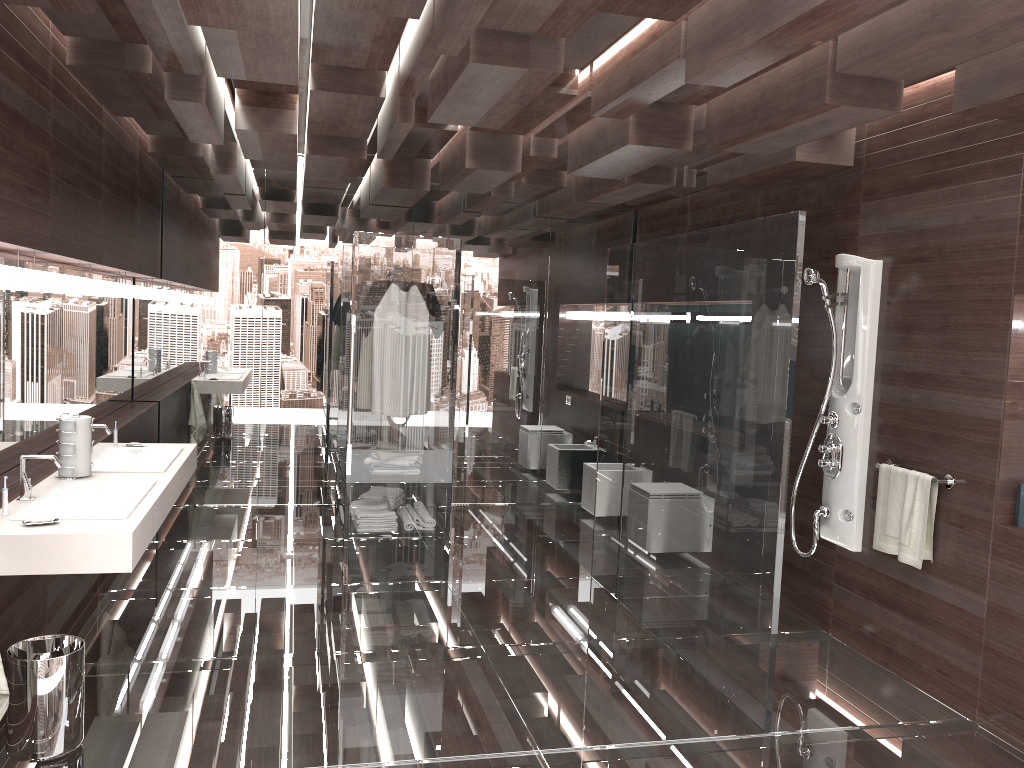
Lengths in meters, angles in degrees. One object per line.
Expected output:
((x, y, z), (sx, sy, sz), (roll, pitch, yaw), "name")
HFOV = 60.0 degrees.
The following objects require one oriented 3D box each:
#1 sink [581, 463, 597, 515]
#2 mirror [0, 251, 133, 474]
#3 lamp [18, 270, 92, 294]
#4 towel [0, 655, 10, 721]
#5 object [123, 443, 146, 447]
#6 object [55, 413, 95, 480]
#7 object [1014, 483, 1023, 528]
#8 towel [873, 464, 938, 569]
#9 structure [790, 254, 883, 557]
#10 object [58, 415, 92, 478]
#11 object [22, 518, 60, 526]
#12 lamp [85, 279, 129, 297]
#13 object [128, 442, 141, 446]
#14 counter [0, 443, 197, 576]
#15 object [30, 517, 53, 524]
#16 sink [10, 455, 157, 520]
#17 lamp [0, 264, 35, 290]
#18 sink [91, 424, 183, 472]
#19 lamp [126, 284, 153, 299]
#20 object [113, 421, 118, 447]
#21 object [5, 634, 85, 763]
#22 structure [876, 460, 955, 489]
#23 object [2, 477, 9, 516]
((0.838, 0.786, 7.043), (0.469, 0.456, 0.357), (2, 4, -14), "sink")
((-0.210, -0.067, 4.579), (4.126, 0.916, 5.081), (2, 4, -14), "mirror")
((-2.085, -0.463, 4.084), (0.082, 0.082, 0.950), (2, 4, -14), "lamp")
((-1.593, 0.826, 2.651), (0.156, 0.678, 0.368), (2, 4, -14), "towel")
((-1.931, 0.315, 4.539), (0.108, 0.011, 0.065), (3, 4, 7), "object")
((-1.824, 0.256, 3.692), (0.136, 0.261, 0.145), (5, 5, 29), "object")
((2.074, 0.487, 3.533), (0.105, 0.173, 0.048), (4, 4, 14), "object")
((1.766, 0.589, 4.005), (0.097, 0.414, 0.352), (1, 4, -21), "towel")
((1.606, 0.127, 4.522), (0.354, 1.560, 0.323), (3, 4, 7), "structure")
((-1.817, 0.258, 3.688), (0.124, 0.246, 0.128), (0, 5, -32), "object")
((-1.536, 0.452, 2.892), (0.108, 0.011, 0.065), (0, 5, -36), "object")
((-2.331, -0.547, 5.089), (0.082, 0.082, 0.950), (2, 4, -14), "lamp")
((-1.931, 0.308, 4.538), (0.066, 0.016, 0.035), (3, 4, 6), "object")
((-1.686, 0.456, 3.731), (0.488, 0.131, 1.954), (2, 4, -14), "counter")
((-1.535, 0.445, 2.892), (0.066, 0.016, 0.035), (-1, 5, -37), "object")
((-1.593, 0.360, 3.282), (0.427, 0.193, 0.681), (2, 4, -14), "sink")
((-1.841, -0.380, 3.089), (0.082, 0.082, 0.950), (2, 4, -14), "lamp")
((-1.806, 0.288, 4.152), (0.427, 0.193, 0.681), (2, 4, -14), "sink")
((-2.570, -0.629, 6.066), (0.082, 0.082, 0.950), (2, 4, -14), "lamp")
((-2.005, 0.255, 4.486), (0.022, 0.132, 0.022), (4, 4, 23), "object")
((-1.588, 1.069, 3.020), (0.237, 0.358, 0.237), (4, 4, 18), "object")
((1.804, 0.403, 4.002), (0.071, 0.061, 0.455), (2, 4, -14), "structure")
((-1.707, 0.377, 2.988), (0.022, 0.132, 0.022), (0, 5, -32), "object")
